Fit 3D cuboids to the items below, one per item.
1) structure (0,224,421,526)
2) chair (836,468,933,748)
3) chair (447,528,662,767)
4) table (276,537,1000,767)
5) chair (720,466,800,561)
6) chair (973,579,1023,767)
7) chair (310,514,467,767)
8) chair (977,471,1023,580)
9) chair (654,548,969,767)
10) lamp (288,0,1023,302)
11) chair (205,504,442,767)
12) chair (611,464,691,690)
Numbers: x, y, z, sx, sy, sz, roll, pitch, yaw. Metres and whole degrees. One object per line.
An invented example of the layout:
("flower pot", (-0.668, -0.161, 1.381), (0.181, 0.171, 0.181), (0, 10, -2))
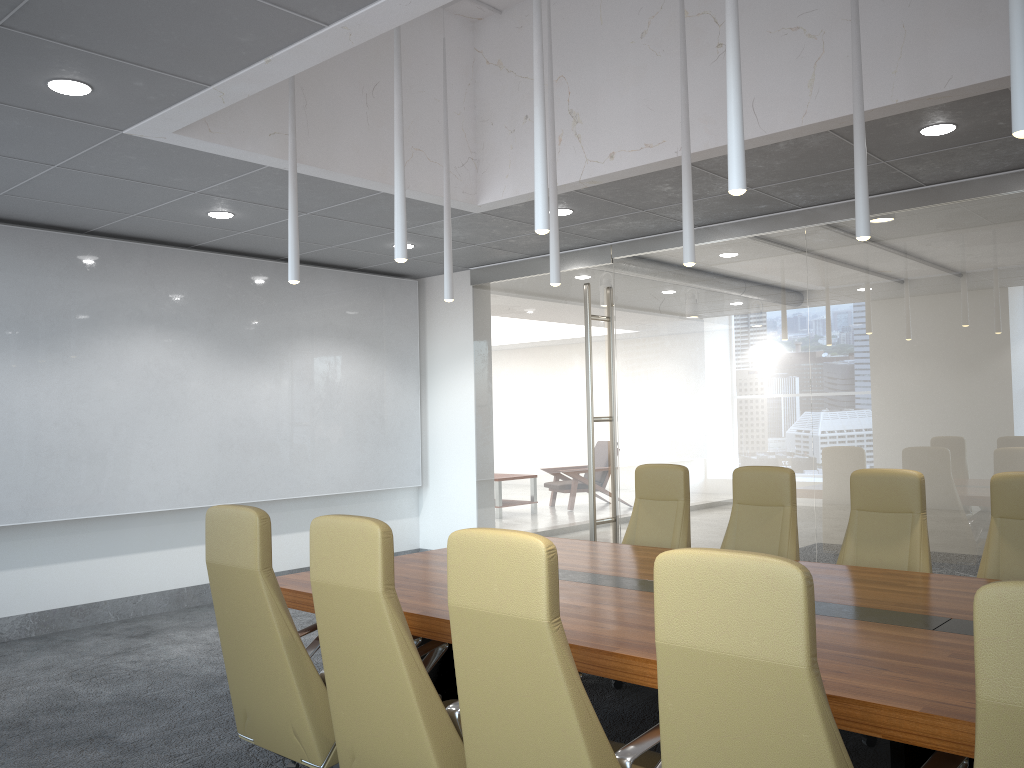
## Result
("structure", (1.746, -0.341, 3.678), (13.989, 2.466, 6.600), (-3, -3, 42))
("chair", (2.019, 1.214, 5.083), (0.711, 1.406, 0.955), (-3, -3, 42))
("chair", (0.265, 1.177, 3.160), (0.711, 1.406, 0.955), (-3, -3, 42))
("table", (1.749, 1.417, 3.566), (6.500, 0.895, 2.300), (-3, -3, 42))
("chair", (1.416, 1.248, 5.622), (0.711, 1.406, 0.955), (-3, -3, 42))
("chair", (1.471, 1.110, 2.082), (0.711, 1.406, 0.955), (-3, -3, 42))
("chair", (-0.313, 1.210, 3.676), (0.711, 1.406, 0.955), (-3, -3, 42))
("chair", (2.611, 1.181, 4.554), (0.711, 1.406, 0.955), (-3, -3, 42))
("chair", (0.872, 1.144, 2.617), (0.711, 1.406, 0.955), (-3, -3, 42))
("lamp", (1.678, -1.941, 3.696), (7.258, 2.378, 2.619), (-3, -3, 42))
("chair", (-0.906, 1.243, 4.207), (0.711, 1.406, 0.955), (-3, -3, 42))
("chair", (0.820, 1.281, 6.155), (0.711, 1.406, 0.955), (-3, -3, 42))
